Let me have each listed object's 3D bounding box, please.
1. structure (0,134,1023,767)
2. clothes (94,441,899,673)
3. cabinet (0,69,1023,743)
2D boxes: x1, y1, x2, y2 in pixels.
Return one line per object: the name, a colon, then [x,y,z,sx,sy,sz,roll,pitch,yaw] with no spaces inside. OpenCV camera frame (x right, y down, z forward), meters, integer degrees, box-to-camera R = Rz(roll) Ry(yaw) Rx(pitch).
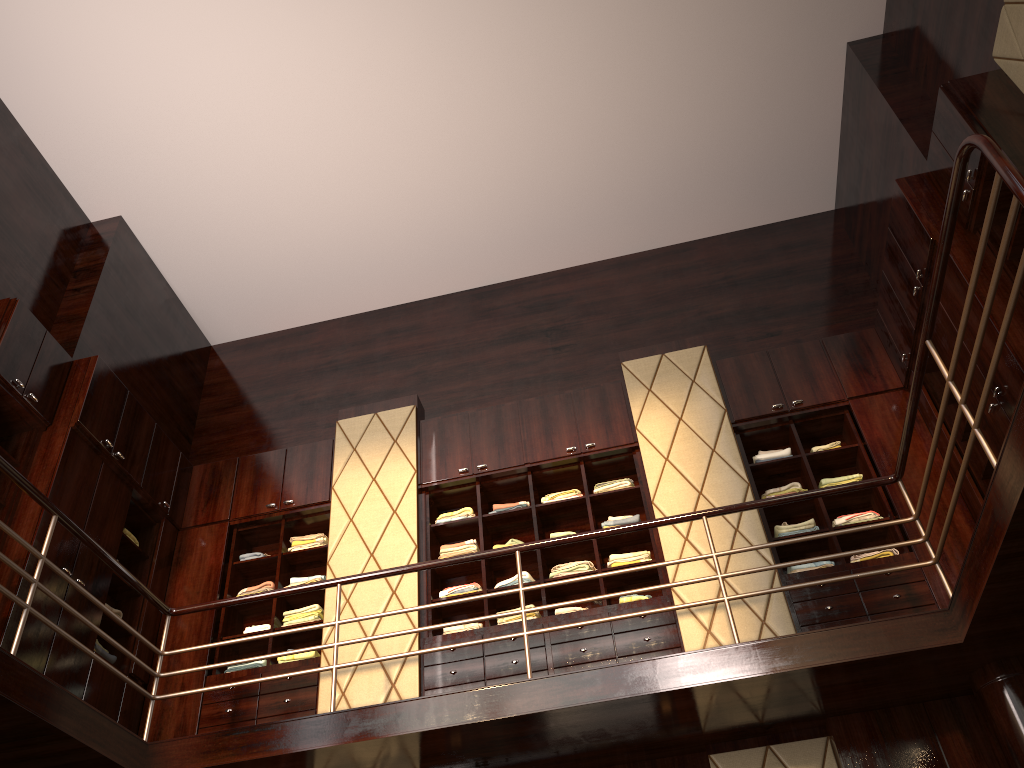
structure: [-0.074,1.305,2.863,6.107,3.189,3.750,-12,-42,6]
clothes: [-0.233,1.198,5.677,4.996,0.954,0.818,-7,-41,1]
cabinet: [0.039,0.679,5.071,6.767,2.432,2.576,-12,-42,6]
